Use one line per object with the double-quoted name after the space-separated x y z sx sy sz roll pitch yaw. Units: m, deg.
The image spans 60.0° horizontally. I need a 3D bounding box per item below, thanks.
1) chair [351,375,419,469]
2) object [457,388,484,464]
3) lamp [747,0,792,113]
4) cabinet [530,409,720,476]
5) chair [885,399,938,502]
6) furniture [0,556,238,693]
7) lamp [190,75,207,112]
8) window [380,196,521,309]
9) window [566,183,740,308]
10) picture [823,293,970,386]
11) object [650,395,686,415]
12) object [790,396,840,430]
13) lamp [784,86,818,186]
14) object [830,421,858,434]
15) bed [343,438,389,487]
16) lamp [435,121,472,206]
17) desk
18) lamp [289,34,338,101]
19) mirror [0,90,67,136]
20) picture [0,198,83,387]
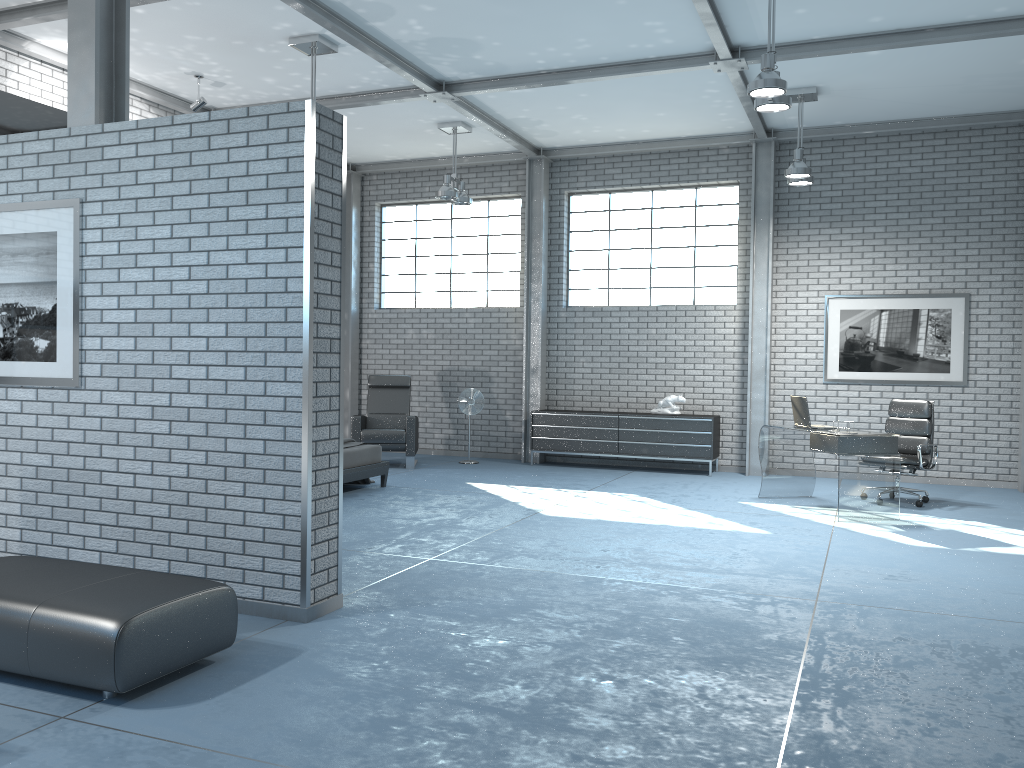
-1.540 0.444 10.908 0.763 1.099 0.940 1 1 -3 "chair"
-0.539 0.524 11.226 0.342 0.954 0.258 1 1 -12 "object"
1.815 -2.418 6.206 0.300 0.872 0.639 1 1 22 "lamp"
1.366 0.697 10.870 2.250 0.682 0.510 1 1 22 "cabinet"
3.649 0.639 8.426 0.629 0.977 0.614 0 2 -38 "chair"
-1.873 0.947 3.692 1.291 0.301 0.685 1 1 22 "furniture"
-3.058 -2.816 8.614 0.167 0.332 0.137 1 1 12 "lamp"
-0.836 -1.777 12.245 2.200 1.500 0.100 1 1 22 "window"
1.761 -1.714 11.199 2.200 1.500 0.100 1 1 22 "window"
4.295 -0.502 9.970 1.490 1.015 0.020 1 1 22 "picture"
1.878 0.248 10.654 0.151 0.244 0.496 0 2 -43 "object"
2.765 0.259 8.098 0.320 0.288 0.380 1 1 -3 "object"
2.862 -2.459 8.802 0.300 0.872 0.639 1 1 22 "lamp"
2.806 0.366 7.500 0.100 0.102 0.200 0 2 -44 "object"
-2.610 0.703 8.565 2.261 0.674 2.290 1 1 22 "bed"
-0.662 -2.545 10.221 0.300 0.872 0.639 1 1 22 "lamp"
2.835 0.765 8.031 0.593 0.718 1.358 1 1 -13 "desk"
-1.709 -2.503 7.625 0.300 0.872 0.639 1 1 22 "lamp"
-3.789 -0.748 8.923 0.050 3.500 3.400 1 1 22 "mirror"
-3.009 -0.505 5.043 1.490 1.015 0.020 1 1 22 "picture"
